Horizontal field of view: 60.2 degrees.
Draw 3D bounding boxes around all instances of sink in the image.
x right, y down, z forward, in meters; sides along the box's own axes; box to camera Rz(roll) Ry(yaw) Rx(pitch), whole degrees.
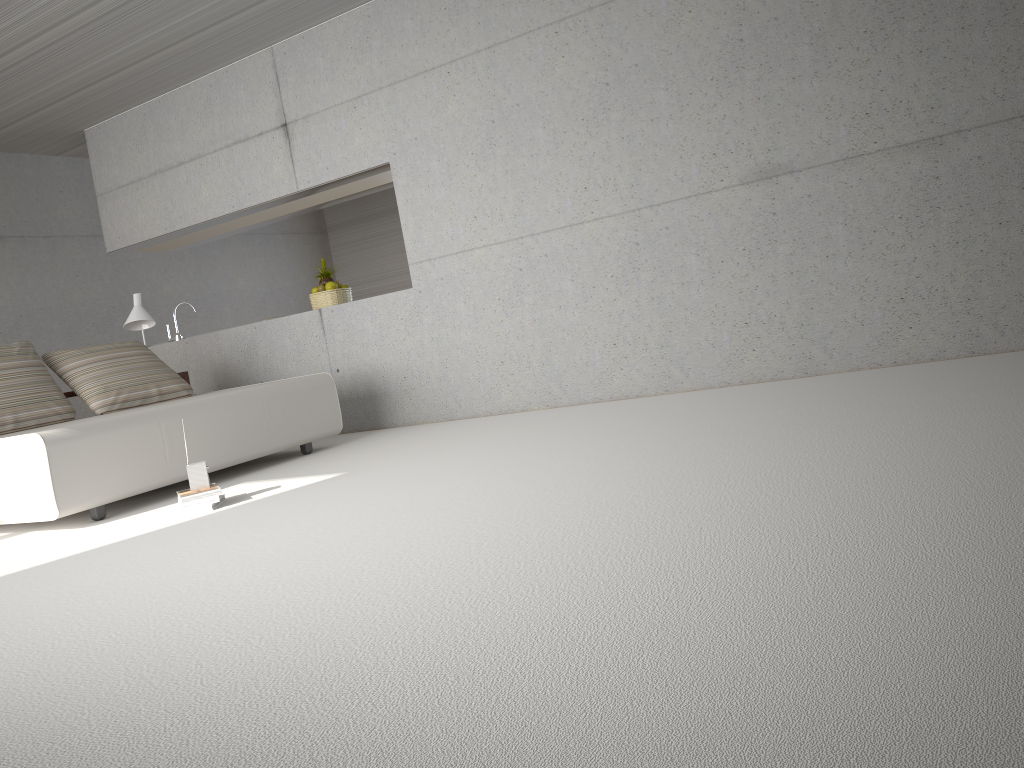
[{"bbox_3d":[-2.645,-0.556,8.194,1.692,0.540,0.772,-8,3,31],"label":"sink"}]

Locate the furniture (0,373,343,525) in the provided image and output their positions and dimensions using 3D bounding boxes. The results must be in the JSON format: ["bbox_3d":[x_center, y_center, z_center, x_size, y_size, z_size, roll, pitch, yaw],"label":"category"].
[{"bbox_3d":[-2.418,0.426,5.691,1.602,0.522,2.186,-8,4,31],"label":"furniture"}]

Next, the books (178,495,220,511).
[{"bbox_3d":[-1.553,0.574,4.386,0.190,0.032,0.264,-12,4,-19],"label":"books"}]

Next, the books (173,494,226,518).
[{"bbox_3d":[-1.547,0.605,4.386,0.189,0.032,0.265,-11,4,-4],"label":"books"}]

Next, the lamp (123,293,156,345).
[{"bbox_3d":[-2.934,-0.394,7.063,0.244,0.700,0.324,-11,0,13],"label":"lamp"}]

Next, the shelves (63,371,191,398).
[{"bbox_3d":[-3.267,0.447,6.214,0.397,0.715,2.269,-10,3,31],"label":"shelves"}]

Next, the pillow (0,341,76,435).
[{"bbox_3d":[-3.317,0.031,5.687,0.487,0.609,0.807,-10,2,31],"label":"pillow"}]

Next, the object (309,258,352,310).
[{"bbox_3d":[-1.563,-0.853,7.505,0.332,0.442,0.371,-10,1,17],"label":"object"}]

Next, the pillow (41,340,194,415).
[{"bbox_3d":[-2.831,-0.059,6.394,0.574,0.517,0.813,-9,3,32],"label":"pillow"}]

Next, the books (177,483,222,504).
[{"bbox_3d":[-1.557,0.541,4.393,0.190,0.032,0.263,-12,4,-24],"label":"books"}]

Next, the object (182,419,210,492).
[{"bbox_3d":[-1.568,0.344,4.356,0.090,0.366,0.185,-10,0,-18],"label":"object"}]
